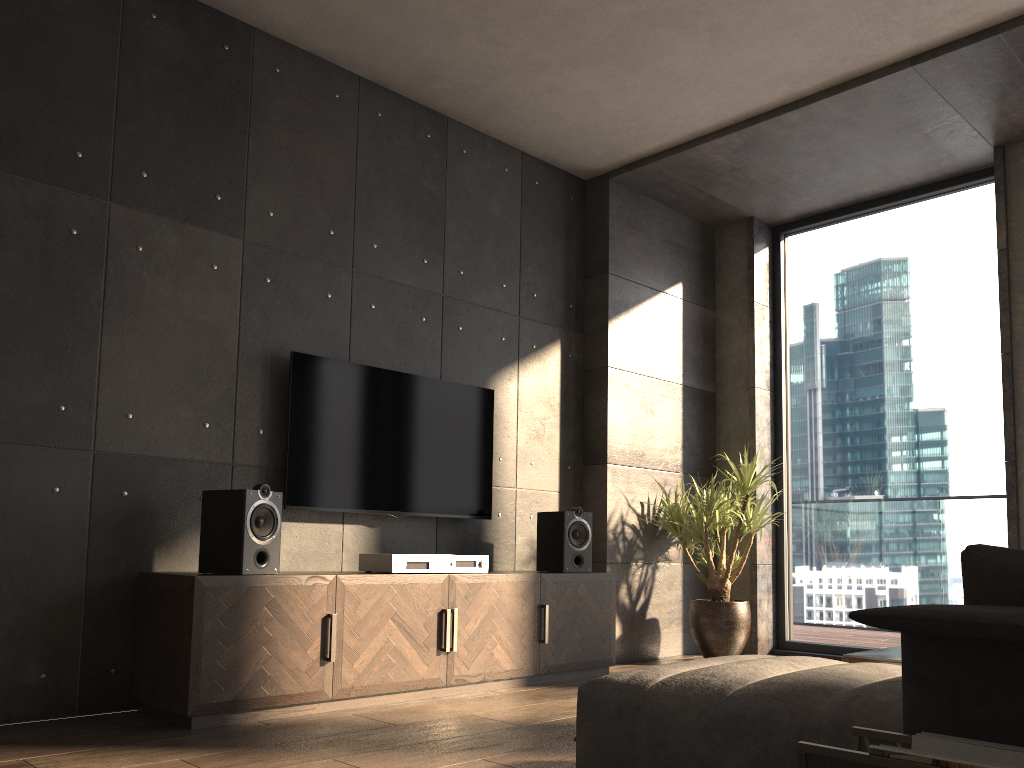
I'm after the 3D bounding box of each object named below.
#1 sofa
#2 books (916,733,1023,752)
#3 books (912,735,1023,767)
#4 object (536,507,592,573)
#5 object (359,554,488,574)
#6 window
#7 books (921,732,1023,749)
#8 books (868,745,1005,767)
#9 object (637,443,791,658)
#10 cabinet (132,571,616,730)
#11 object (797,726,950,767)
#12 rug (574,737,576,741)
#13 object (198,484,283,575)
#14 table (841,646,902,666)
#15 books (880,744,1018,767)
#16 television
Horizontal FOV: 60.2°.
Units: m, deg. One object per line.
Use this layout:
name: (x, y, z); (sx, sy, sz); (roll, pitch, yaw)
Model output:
sofa: (1.647, 0.633, 1.768); (2.037, 0.776, 2.926); (11, -14, -44)
books: (0.869, 0.732, 1.272); (0.068, 0.351, 0.571); (7, -11, -44)
books: (0.855, 0.731, 1.260); (0.079, 0.349, 0.571); (7, -11, -44)
object: (0.288, 0.851, 4.825); (0.199, 0.351, 0.251); (6, -9, -34)
object: (-0.405, 0.846, 4.157); (0.577, 0.086, 0.272); (11, -14, -43)
window: (4.389, -0.086, 3.589); (0.200, 2.969, 7.305); (6, -11, -44)
books: (0.882, 0.734, 1.281); (0.063, 0.352, 0.571); (7, -11, -44)
books: (0.782, 0.717, 1.201); (0.065, 0.351, 0.571); (7, -11, -44)
object: (1.221, 1.054, 5.555); (0.952, 1.347, 1.034); (3, -8, -13)
cabinet: (-0.459, 1.170, 4.176); (2.424, 0.545, 0.543); (11, -13, -44)
object: (0.781, 0.744, 1.290); (0.217, 0.348, 0.671); (8, -12, -44)
rug: (1.937, 1.185, 2.602); (1.741, 0.020, 3.161); (11, -15, -43)
object: (-1.071, 0.576, 3.504); (0.249, 0.351, 0.200); (-3, -8, 31)
table: (1.814, 1.116, 3.089); (0.937, 0.306, 0.935); (11, -14, -43)
books: (0.796, 0.718, 1.204); (0.065, 0.351, 0.571); (7, -11, -44)
television: (-0.575, 0.306, 4.450); (1.274, 0.728, 0.057); (10, -10, -44)
